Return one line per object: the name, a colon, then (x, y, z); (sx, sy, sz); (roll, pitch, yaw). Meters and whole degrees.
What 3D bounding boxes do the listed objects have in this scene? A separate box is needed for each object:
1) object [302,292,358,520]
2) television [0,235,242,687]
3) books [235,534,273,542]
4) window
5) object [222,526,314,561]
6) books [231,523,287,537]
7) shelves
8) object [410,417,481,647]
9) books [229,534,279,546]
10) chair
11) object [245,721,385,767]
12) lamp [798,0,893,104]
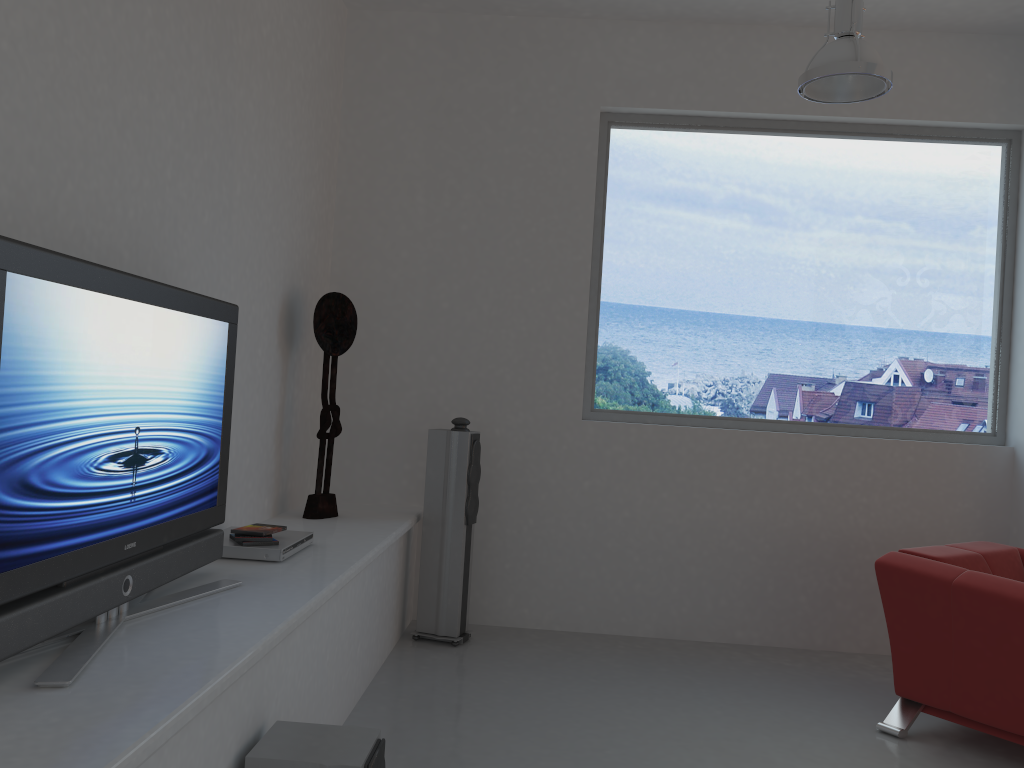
object: (-0.924, 0.103, 4.451); (0.108, 1.130, 0.331); (3, -1, 28)
television: (-1.036, 0.172, 2.365); (0.343, 0.919, 1.356); (3, -1, 3)
books: (-0.983, 0.576, 3.369); (0.135, 0.015, 0.190); (4, -1, -17)
window: (1.656, -0.617, 5.150); (2.400, 1.800, 0.100); (3, -1, 3)
object: (-1.005, 0.620, 3.465); (0.352, 0.045, 0.430); (3, -1, 3)
books: (-0.974, 0.562, 3.420); (0.135, 0.015, 0.190); (3, -1, 13)
shelves: (-0.949, 0.662, 2.357); (0.650, 0.050, 5.500); (3, -1, 3)
object: (-0.337, 0.767, 4.722); (0.273, 1.184, 0.255); (3, -1, 18)
books: (-0.981, 0.591, 3.370); (0.135, 0.015, 0.190); (4, -1, -32)
chair: (2.294, 1.138, 3.819); (1.288, 0.738, 0.951); (4, -1, -37)
object: (-0.517, 1.127, 2.322); (0.337, 0.374, 0.336); (3, -1, 3)
lamp: (1.441, -1.656, 3.785); (0.379, 0.800, 0.379); (3, -1, 43)
